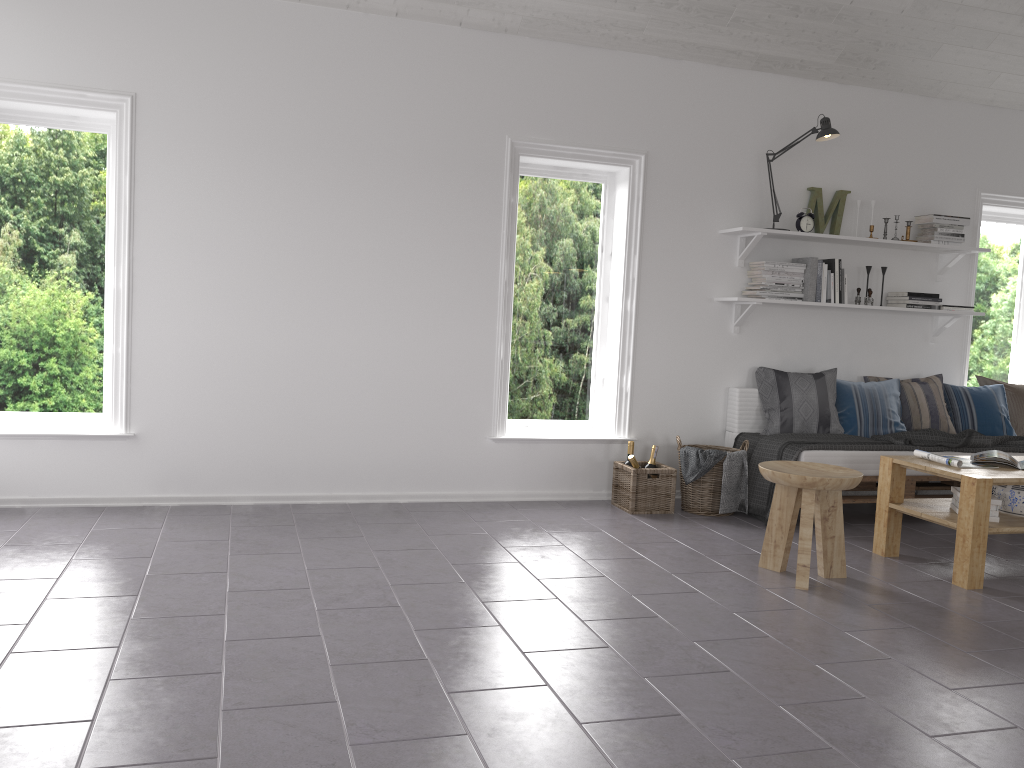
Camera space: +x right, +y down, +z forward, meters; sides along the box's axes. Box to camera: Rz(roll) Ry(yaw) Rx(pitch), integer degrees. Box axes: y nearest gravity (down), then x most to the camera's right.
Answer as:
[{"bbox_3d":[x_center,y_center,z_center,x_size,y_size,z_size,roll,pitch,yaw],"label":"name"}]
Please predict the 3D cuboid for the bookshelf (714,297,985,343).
[{"bbox_3d":[2.149,-0.391,5.608,1.820,0.212,0.269,2,4,-17],"label":"bookshelf"}]

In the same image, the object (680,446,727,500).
[{"bbox_3d":[1.116,0.525,5.093,0.303,0.332,0.367,5,5,29],"label":"object"}]

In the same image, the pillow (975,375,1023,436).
[{"bbox_3d":[3.368,0.174,5.915,0.545,0.438,0.334,2,4,-12],"label":"pillow"}]

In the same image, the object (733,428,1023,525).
[{"bbox_3d":[2.210,0.517,5.309,1.892,0.533,0.685,2,5,-18],"label":"object"}]

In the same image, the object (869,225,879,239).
[{"bbox_3d":[2.226,-0.939,5.492,0.088,0.085,0.088,3,4,5],"label":"object"}]

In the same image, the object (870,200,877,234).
[{"bbox_3d":[2.284,-1.033,5.627,0.084,0.256,0.084,7,6,41],"label":"object"}]

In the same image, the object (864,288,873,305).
[{"bbox_3d":[2.265,-0.549,5.626,0.058,0.117,0.032,2,4,-6],"label":"object"}]

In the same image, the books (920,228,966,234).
[{"bbox_3d":[2.800,-0.990,5.766,0.223,0.026,0.161,2,4,-17],"label":"books"}]

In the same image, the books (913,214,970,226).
[{"bbox_3d":[2.790,-1.056,5.756,0.290,0.053,0.176,2,4,-17],"label":"books"}]

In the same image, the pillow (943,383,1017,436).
[{"bbox_3d":[2.992,0.199,5.730,0.523,0.408,0.341,3,4,-1],"label":"pillow"}]

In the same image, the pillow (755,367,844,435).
[{"bbox_3d":[1.756,0.116,5.425,0.534,0.444,0.301,3,4,-1],"label":"pillow"}]

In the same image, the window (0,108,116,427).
[{"bbox_3d":[-2.404,-0.581,4.585,0.685,1.655,0.117,2,4,-17],"label":"window"}]

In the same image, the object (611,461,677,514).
[{"bbox_3d":[0.761,0.602,5.135,0.276,0.270,0.276,2,4,-17],"label":"object"}]

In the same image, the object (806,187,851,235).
[{"bbox_3d":[1.972,-1.072,5.594,0.330,0.311,0.052,2,4,-17],"label":"object"}]

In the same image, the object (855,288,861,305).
[{"bbox_3d":[2.195,-0.552,5.623,0.058,0.117,0.032,-1,6,-43],"label":"object"}]

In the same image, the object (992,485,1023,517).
[{"bbox_3d":[2.436,0.535,4.191,0.302,0.161,0.302,1,5,-21],"label":"object"}]

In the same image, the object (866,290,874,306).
[{"bbox_3d":[2.249,-0.538,5.572,0.058,0.102,0.032,1,5,-22],"label":"object"}]

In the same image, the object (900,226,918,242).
[{"bbox_3d":[2.492,-0.940,5.581,0.124,0.100,0.124,3,4,5],"label":"object"}]

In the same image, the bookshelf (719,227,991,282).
[{"bbox_3d":[2.170,-0.800,5.577,1.820,0.212,0.269,2,4,-17],"label":"bookshelf"}]

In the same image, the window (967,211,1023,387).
[{"bbox_3d":[3.424,-0.423,6.409,0.685,1.655,0.052,2,4,-17],"label":"window"}]

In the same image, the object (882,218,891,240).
[{"bbox_3d":[2.351,-0.974,5.579,0.055,0.153,0.055,-1,6,-40],"label":"object"}]

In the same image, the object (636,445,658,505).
[{"bbox_3d":[0.793,0.539,5.209,0.127,0.361,0.094,2,4,-17],"label":"object"}]

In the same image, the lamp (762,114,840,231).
[{"bbox_3d":[1.723,-1.260,5.335,0.439,0.703,0.196,4,5,18],"label":"lamp"}]

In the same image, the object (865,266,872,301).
[{"bbox_3d":[2.274,-0.624,5.675,0.085,0.259,0.085,7,6,41],"label":"object"}]

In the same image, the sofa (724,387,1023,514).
[{"bbox_3d":[2.985,0.388,5.009,2.855,0.932,2.017,2,4,-17],"label":"sofa"}]

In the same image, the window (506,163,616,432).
[{"bbox_3d":[0.276,-0.507,5.408,0.685,1.655,0.117,2,4,-17],"label":"window"}]

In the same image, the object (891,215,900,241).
[{"bbox_3d":[2.402,-0.972,5.544,0.066,0.160,0.066,0,5,-31],"label":"object"}]

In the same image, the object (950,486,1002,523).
[{"bbox_3d":[2.133,0.553,4.089,0.155,0.102,0.281,4,4,16],"label":"object"}]

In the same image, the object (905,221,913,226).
[{"bbox_3d":[2.532,-0.971,5.668,0.055,0.153,0.055,7,6,40],"label":"object"}]

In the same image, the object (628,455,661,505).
[{"bbox_3d":[0.762,0.561,5.071,0.284,0.332,0.095,0,5,-38],"label":"object"}]

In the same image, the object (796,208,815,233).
[{"bbox_3d":[1.794,-0.996,5.428,0.120,0.165,0.050,2,4,-17],"label":"object"}]

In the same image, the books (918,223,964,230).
[{"bbox_3d":[2.778,-1.017,5.751,0.223,0.027,0.161,2,4,-17],"label":"books"}]

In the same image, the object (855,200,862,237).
[{"bbox_3d":[2.200,-1.039,5.650,0.084,0.256,0.084,7,6,41],"label":"object"}]

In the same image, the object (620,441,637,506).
[{"bbox_3d":[0.684,0.522,5.172,0.095,0.377,0.095,4,5,19],"label":"object"}]

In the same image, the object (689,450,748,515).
[{"bbox_3d":[1.168,0.543,5.117,0.290,0.356,0.349,1,5,-23],"label":"object"}]

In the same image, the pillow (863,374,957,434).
[{"bbox_3d":[2.554,0.149,5.656,0.546,0.438,0.316,3,4,-5],"label":"pillow"}]

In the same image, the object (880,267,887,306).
[{"bbox_3d":[2.372,-0.619,5.676,0.085,0.259,0.085,7,6,41],"label":"object"}]

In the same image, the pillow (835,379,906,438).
[{"bbox_3d":[2.198,0.163,5.516,0.525,0.401,0.331,3,4,2],"label":"pillow"}]

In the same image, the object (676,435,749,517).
[{"bbox_3d":[1.150,0.527,5.156,0.393,0.432,0.393,0,5,-30],"label":"object"}]
